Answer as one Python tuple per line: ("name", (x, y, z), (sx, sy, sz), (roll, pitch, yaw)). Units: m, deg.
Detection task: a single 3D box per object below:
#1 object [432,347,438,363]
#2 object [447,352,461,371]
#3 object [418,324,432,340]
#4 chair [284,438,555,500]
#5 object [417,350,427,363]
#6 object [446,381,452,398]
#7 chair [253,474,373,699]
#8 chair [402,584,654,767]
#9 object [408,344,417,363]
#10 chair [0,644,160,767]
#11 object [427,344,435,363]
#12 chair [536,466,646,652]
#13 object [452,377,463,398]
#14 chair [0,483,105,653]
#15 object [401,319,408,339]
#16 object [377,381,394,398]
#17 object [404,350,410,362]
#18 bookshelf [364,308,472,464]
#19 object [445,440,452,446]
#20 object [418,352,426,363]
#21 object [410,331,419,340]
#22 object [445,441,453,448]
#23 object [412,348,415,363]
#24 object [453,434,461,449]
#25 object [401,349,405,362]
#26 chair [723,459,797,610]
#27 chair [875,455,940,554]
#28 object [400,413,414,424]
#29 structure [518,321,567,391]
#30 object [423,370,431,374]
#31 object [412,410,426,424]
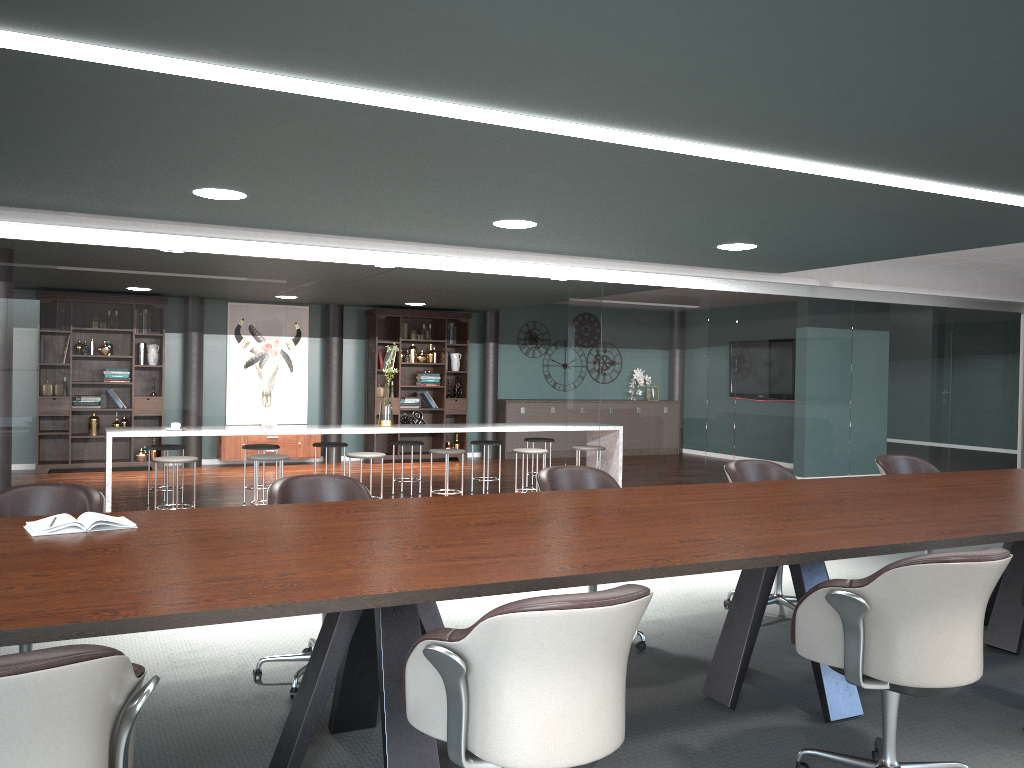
("object", (-1.046, -0.390, 11.915), (0.092, 0.222, 0.092), (1, 1, 8))
("object", (-0.814, -0.305, 12.020), (0.268, 0.262, 0.137), (1, 1, 13))
("object", (-1.175, -0.691, 11.796), (0.196, 0.221, 0.184), (1, 1, -26))
("chair", (-1.114, 0.821, 7.972), (4.029, 0.512, 1.479), (1, 1, -27))
("object", (-1.183, -0.367, 11.691), (0.144, 0.175, 0.073), (1, 1, -24))
("object", (-0.849, 0.072, 11.943), (0.077, 0.228, 0.077), (0, 1, -43))
("chair", (-0.730, 0.758, 3.475), (0.535, 0.761, 0.518), (1, 1, -20))
("chair", (0.061, 0.792, 1.984), (0.523, 0.761, 0.533), (2, 1, 40))
("object", (-1.315, -0.407, 11.737), (0.114, 0.251, 0.114), (1, 1, 0))
("chair", (-0.872, 0.780, 1.522), (0.533, 0.761, 0.523), (0, 1, -45))
("object", (-1.080, -0.407, 11.794), (0.108, 0.256, 0.108), (1, 1, 8))
("chair", (0.347, 0.772, 4.007), (0.535, 0.761, 0.518), (1, 1, -20))
("object", (-0.750, 0.042, 12.008), (0.116, 0.286, 0.215), (1, 1, -31))
("chair", (-1.638, 0.747, 3.026), (0.535, 0.761, 0.518), (1, 1, -6))
("object", (-1.431, -0.720, 11.689), (0.104, 0.273, 0.104), (1, 1, 10))
("object", (-1.677, 0.064, 11.563), (0.250, 0.221, 0.186), (1, 1, -28))
("object", (-1.371, -0.362, 11.626), (0.079, 0.161, 0.080), (1, 1, 0))
("bookshelf", (-1.261, 0.033, 11.794), (1.339, 1.984, 0.482), (1, 1, -26))
("object", (-0.866, 0.847, 12.010), (0.099, 0.169, 0.099), (2, 1, 38))
("object", (-1.201, -0.365, 11.819), (0.099, 0.169, 0.099), (2, 1, 38))
("object", (-1.298, -0.645, 11.725), (0.096, 0.126, 0.106), (1, 1, 24))
("object", (-0.848, 0.846, 11.882), (0.144, 0.175, 0.073), (1, 1, -24))
("object", (-1.295, -0.375, 11.631), (0.040, 0.191, 0.040), (1, 1, -17))
("object", (-0.746, 0.806, 11.985), (0.108, 0.256, 0.108), (1, 1, 8))
("object", (-1.462, -0.370, 11.684), (0.105, 0.172, 0.105), (1, 1, -30))
("chair", (1.312, 0.784, 4.474), (0.533, 0.761, 0.523), (0, 1, -45))
("chair", (2.307, 0.797, 4.974), (0.535, 0.761, 0.518), (1, 1, -20))
("object", (-1.402, 0.502, 11.640), (0.224, 0.238, 0.159), (1, 1, -26))
("structure", (0.886, -0.478, 13.142), (1.791, 1.178, 0.017), (1, 1, -26))
("object", (-1.136, -0.166, 11.835), (0.104, 0.052, 0.100), (1, 1, -22))
("object", (-1.256, 0.488, 11.841), (0.233, 0.268, 0.051), (1, 1, -26))
